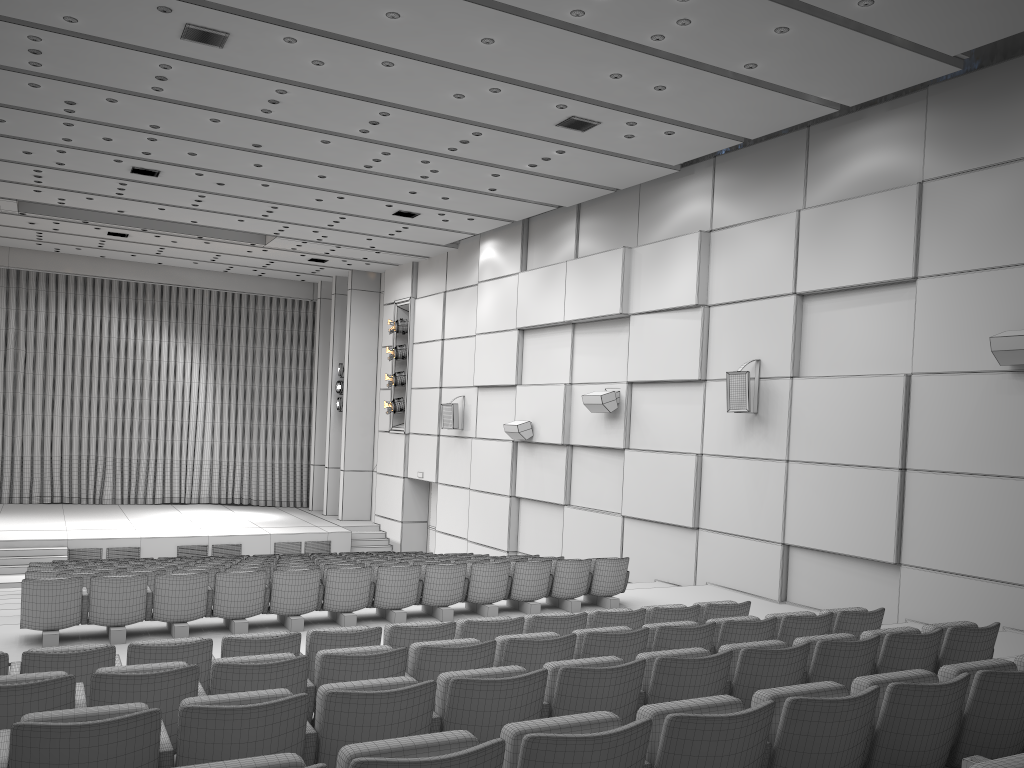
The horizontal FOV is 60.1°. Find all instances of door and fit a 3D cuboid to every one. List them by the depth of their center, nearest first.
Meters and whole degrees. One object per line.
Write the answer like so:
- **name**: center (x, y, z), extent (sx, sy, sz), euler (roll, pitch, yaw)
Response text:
- **door**: center (-1.713, 3.403, 21.169), extent (0.086, 2.179, 1.696), euler (2, 0, -28)

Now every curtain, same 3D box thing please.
- **curtain**: center (-13.177, -0.049, 23.155), extent (16.155, 6.523, 1.427), euler (4, 1, -28)

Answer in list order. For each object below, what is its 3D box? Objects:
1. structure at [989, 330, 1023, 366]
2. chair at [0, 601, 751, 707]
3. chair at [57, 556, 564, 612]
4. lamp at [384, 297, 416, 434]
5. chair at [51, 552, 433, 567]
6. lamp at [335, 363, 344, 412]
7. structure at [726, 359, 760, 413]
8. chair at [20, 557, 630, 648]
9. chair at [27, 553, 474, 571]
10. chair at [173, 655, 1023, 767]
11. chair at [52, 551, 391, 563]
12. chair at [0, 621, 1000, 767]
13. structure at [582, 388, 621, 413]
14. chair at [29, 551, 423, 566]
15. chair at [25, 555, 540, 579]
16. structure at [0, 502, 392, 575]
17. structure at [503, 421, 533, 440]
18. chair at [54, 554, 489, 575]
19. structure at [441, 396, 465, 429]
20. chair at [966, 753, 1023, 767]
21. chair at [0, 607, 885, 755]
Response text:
- **structure**: center (5.150, -0.399, 8.829), extent (0.471, 0.417, 0.519), euler (3, -1, -31)
- **chair**: center (-3.855, 1.754, 4.668), extent (13.220, 0.622, 0.611), euler (4, -1, -28)
- **chair**: center (-2.040, 2.414, 10.534), extent (6.059, 0.622, 0.611), euler (4, -1, -28)
- **lamp**: center (-2.741, -0.435, 21.896), extent (0.756, 3.343, 1.019), euler (2, 1, -32)
- **chair**: center (-4.125, 3.104, 14.434), extent (6.059, 0.622, 0.611), euler (4, -1, -28)
- **lamp**: center (-4.529, 0.098, 23.867), extent (0.437, 1.479, 0.384), euler (2, 1, -32)
- **structure**: center (3.106, 0.024, 11.921), extent (0.408, 0.745, 0.411), euler (3, 0, 20)
- **chair**: center (-1.534, 2.240, 9.551), extent (6.610, 0.622, 0.611), euler (4, -1, -28)
- **chair**: center (-3.619, 2.930, 13.451), extent (6.610, 0.622, 0.611), euler (4, -1, -28)
- **chair**: center (-2.268, 1.238, 1.756), extent (13.771, 0.622, 0.611), euler (4, -1, -28)
- **chair**: center (-5.139, 3.451, 16.405), extent (6.059, 0.622, 0.611), euler (4, -1, -28)
- **chair**: center (-2.813, 1.409, 2.718), extent (13.220, 0.622, 0.611), euler (4, -1, -28)
- **structure**: center (1.486, 0.266, 14.560), extent (0.471, 0.417, 0.519), euler (3, -1, -32)
- **chair**: center (-4.661, 3.275, 15.400), extent (6.610, 0.622, 0.611), euler (4, -1, -28)
- **chair**: center (-2.577, 2.585, 11.501), extent (6.610, 0.622, 0.611), euler (4, -1, -28)
- **structure**: center (-11.833, 3.575, 20.491), extent (17.846, 0.846, 8.307), euler (4, -3, -28)
- **structure**: center (0.163, 0.846, 16.746), extent (0.471, 0.417, 0.519), euler (3, -1, -31)
- **chair**: center (-3.083, 2.759, 12.484), extent (6.059, 0.622, 0.611), euler (4, -1, -28)
- **structure**: center (-1.278, 0.612, 19.097), extent (0.408, 0.745, 0.411), euler (3, 0, 20)
- **chair**: center (-1.771, 1.064, 0.769), extent (13.220, 0.622, 0.611), euler (4, -1, -28)
- **chair**: center (-3.310, 1.583, 3.706), extent (13.771, 0.622, 0.611), euler (4, -1, -28)
